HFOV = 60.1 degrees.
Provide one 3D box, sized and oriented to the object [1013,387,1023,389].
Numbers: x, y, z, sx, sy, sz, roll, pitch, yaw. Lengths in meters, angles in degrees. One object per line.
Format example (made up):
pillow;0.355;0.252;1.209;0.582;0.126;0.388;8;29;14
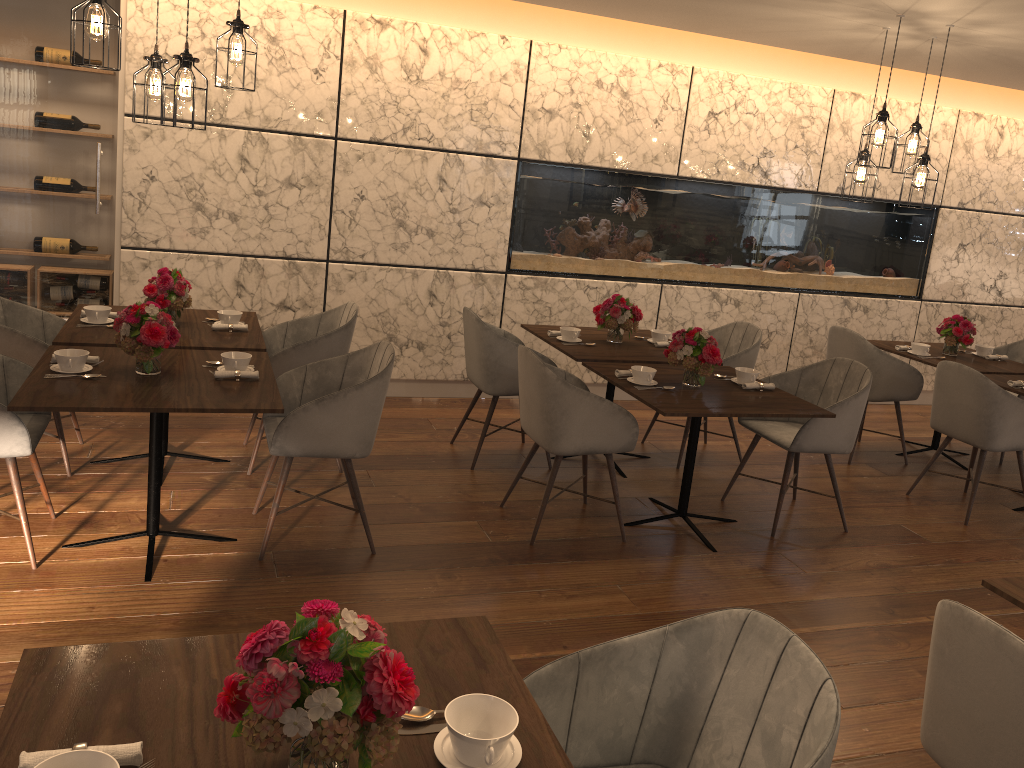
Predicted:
object;3.030;0.015;5.211;0.192;0.024;0.025;1;14;-20

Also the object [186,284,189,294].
object;-1.626;-0.467;4.377;0.076;0.052;0.049;-5;17;-40

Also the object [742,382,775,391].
object;1.226;0.011;4.396;0.175;0.038;0.057;1;14;-20

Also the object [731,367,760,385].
object;1.190;-0.036;4.498;0.148;0.071;0.149;-6;18;-41

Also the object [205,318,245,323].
object;-1.495;-0.332;4.609;0.197;0.014;0.043;0;15;-23

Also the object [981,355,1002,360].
object;3.328;-0.186;6.145;0.192;0.024;0.025;1;14;-20

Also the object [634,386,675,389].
object;0.676;0.017;4.202;0.210;0.004;0.022;1;15;-20

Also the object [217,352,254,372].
object;-1.140;-0.084;3.659;0.148;0.071;0.149;-6;18;-41

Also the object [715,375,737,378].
object;1.133;-0.038;4.601;0.197;0.014;0.043;0;15;-23

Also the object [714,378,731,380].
object;1.137;-0.024;4.568;0.210;0.004;0.022;1;15;-20

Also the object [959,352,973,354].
object;3.260;-0.219;6.286;0.210;0.004;0.022;1;15;-20

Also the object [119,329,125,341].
object;-1.504;-0.193;3.460;0.050;0.051;0.078;15;16;34

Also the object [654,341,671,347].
object;0.929;-0.234;5.244;0.175;0.038;0.057;1;14;-20

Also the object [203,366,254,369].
object;-1.194;-0.072;3.728;0.210;0.004;0.022;1;15;-20

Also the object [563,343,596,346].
object;0.382;-0.227;5.021;0.197;0.014;0.043;2;14;-16

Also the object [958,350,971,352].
object;3.256;-0.233;6.320;0.197;0.014;0.043;0;15;-23

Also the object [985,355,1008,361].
object;3.349;-0.184;6.115;0.175;0.038;0.057;1;14;-20

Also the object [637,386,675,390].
object;0.681;0.021;4.167;0.197;0.014;0.043;0;15;-23

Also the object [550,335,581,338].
object;0.314;-0.281;5.187;0.192;0.024;0.025;1;14;-20

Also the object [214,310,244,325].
object;-1.437;-0.329;4.506;0.148;0.071;0.149;-6;18;-41

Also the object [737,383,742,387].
object;1.205;0.009;4.426;0.192;0.024;0.025;1;14;-20

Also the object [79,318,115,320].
object;-2.017;-0.330;4.348;0.192;0.024;0.025;1;14;-20

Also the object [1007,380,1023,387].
object;3.011;-0.002;5.238;0.175;0.038;0.057;1;14;-20

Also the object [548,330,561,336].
object;0.294;-0.297;5.214;0.175;0.038;0.057;1;14;-20

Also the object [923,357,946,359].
object;2.804;-0.174;5.885;0.197;0.014;0.043;0;15;-23

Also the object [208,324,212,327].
object;-1.423;-0.285;4.434;0.192;0.024;0.025;1;14;-20

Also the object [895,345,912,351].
object;2.714;-0.247;6.086;0.175;0.038;0.057;1;14;-20

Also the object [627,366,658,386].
object;0.630;-0.038;4.259;0.148;0.071;0.149;-6;18;-41

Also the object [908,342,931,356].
object;2.753;-0.233;5.977;0.149;0.071;0.149;12;14;22

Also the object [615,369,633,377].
object;0.591;-0.052;4.367;0.175;0.038;0.057;1;14;-20

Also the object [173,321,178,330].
object;-1.356;-0.229;3.511;0.046;0.052;0.077;14;15;31

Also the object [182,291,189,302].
object;-1.633;-0.432;4.357;0.077;0.051;0.050;4;13;-10

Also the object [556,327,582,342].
object;0.333;-0.283;5.106;0.148;0.071;0.149;-6;18;-41

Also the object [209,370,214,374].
object;-1.126;-0.040;3.587;0.192;0.024;0.025;1;14;-20

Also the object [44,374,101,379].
object;-1.649;-0.028;3.327;0.197;0.014;0.043;0;15;-23

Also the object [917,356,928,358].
object;2.799;-0.178;5.921;0.210;0.004;0.022;1;15;-20

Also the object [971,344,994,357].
object;3.313;-0.231;6.217;0.149;0.071;0.149;12;14;22

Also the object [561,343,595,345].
object;0.379;-0.229;5.050;0.210;0.004;0.022;1;15;-20

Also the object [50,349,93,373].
object;-1.701;-0.086;3.420;0.148;0.071;0.149;-6;18;-41

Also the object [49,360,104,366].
object;-1.720;-0.084;3.501;0.192;0.024;0.025;1;14;-20

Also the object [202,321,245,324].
object;-1.491;-0.317;4.575;0.210;0.004;0.022;1;15;-20

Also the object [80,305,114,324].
object;-1.998;-0.332;4.267;0.148;0.071;0.149;-6;18;-41

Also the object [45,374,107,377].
object;-1.655;-0.032;3.363;0.210;0.004;0.022;1;15;-20

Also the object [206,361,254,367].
object;-1.198;-0.087;3.762;0.197;0.014;0.043;0;15;-23

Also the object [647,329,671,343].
object;0.894;-0.281;5.345;0.148;0.071;0.149;-6;18;-41

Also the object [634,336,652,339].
object;0.836;-0.284;5.448;0.197;0.014;0.043;0;15;-23

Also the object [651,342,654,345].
object;0.908;-0.237;5.273;0.192;0.024;0.025;1;14;-20
